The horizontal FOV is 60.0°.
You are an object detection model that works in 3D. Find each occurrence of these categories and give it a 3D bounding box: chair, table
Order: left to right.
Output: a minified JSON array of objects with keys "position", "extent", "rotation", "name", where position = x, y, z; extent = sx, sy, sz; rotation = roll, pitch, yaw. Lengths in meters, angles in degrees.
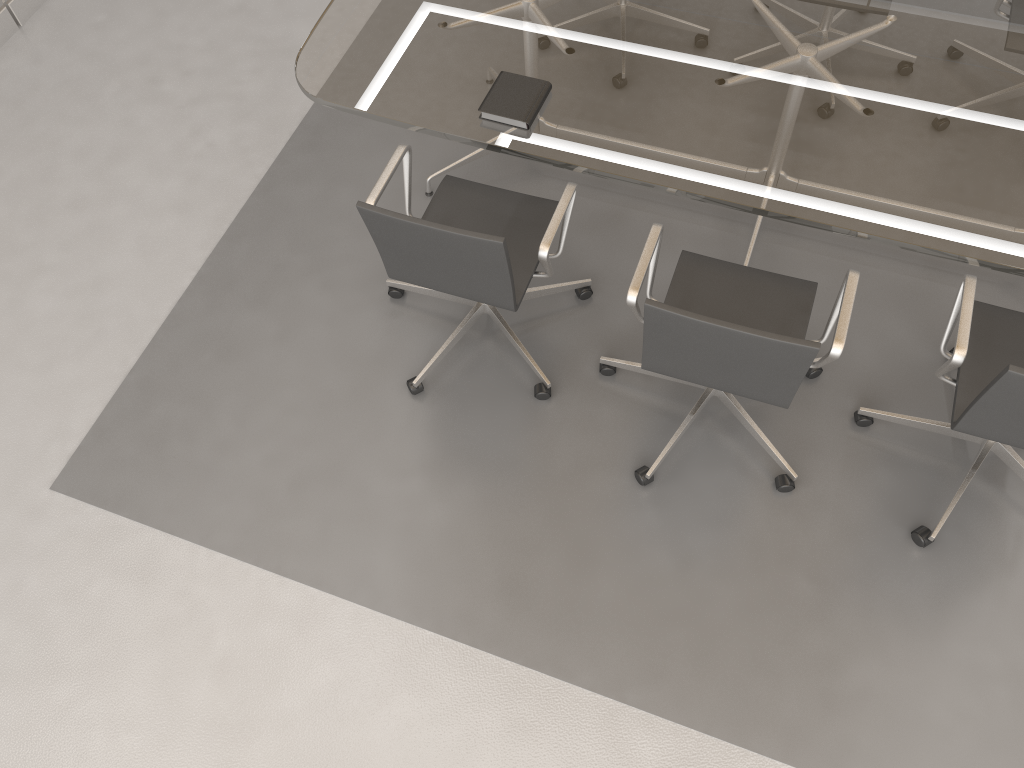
[{"position":[-0.103,-0.459,2.794],"extent":[0.731,0.805,0.710],"rotation":[1,59,4],"name":"chair"},{"position":[0.632,-0.179,2.580],"extent":[0.731,0.805,0.710],"rotation":[1,59,4],"name":"chair"},{"position":[0.921,-0.844,3.004],"extent":[3.054,0.721,1.372],"rotation":[17,62,13],"name":"table"},{"position":[1.429,-0.015,2.433],"extent":[0.731,0.805,0.710],"rotation":[1,59,4],"name":"chair"}]

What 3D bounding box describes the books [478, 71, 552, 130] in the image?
[{"position":[0.009,-0.838,2.619],"extent":[0.164,0.032,0.183],"rotation":[18,62,14],"name":"books"}]
